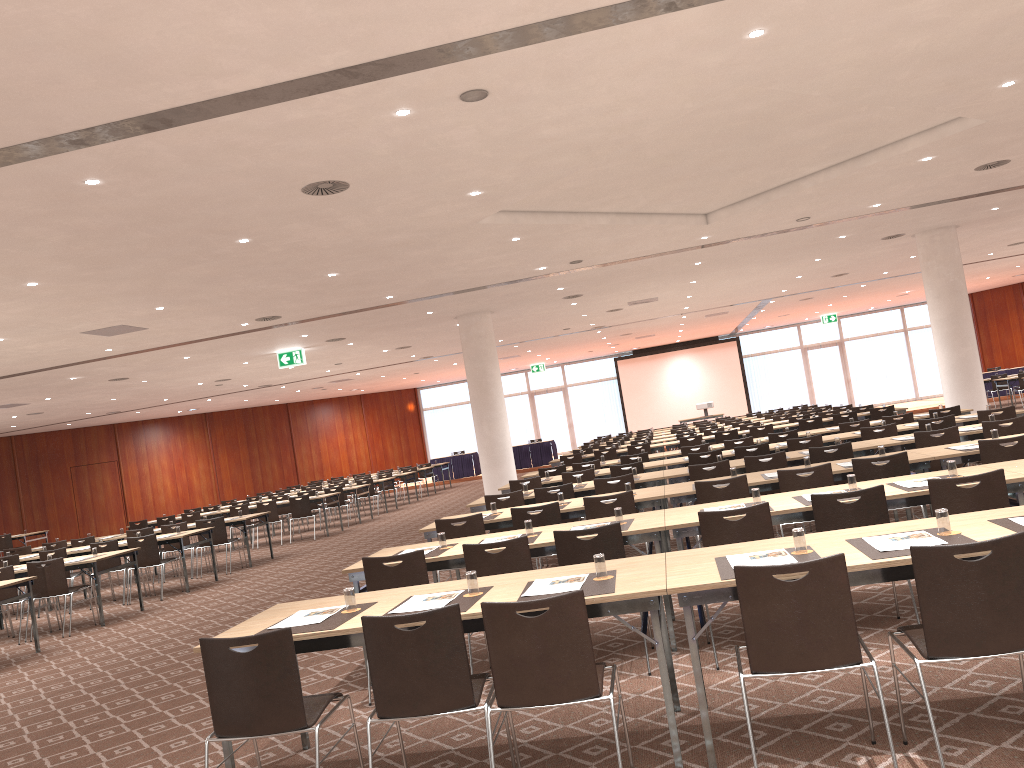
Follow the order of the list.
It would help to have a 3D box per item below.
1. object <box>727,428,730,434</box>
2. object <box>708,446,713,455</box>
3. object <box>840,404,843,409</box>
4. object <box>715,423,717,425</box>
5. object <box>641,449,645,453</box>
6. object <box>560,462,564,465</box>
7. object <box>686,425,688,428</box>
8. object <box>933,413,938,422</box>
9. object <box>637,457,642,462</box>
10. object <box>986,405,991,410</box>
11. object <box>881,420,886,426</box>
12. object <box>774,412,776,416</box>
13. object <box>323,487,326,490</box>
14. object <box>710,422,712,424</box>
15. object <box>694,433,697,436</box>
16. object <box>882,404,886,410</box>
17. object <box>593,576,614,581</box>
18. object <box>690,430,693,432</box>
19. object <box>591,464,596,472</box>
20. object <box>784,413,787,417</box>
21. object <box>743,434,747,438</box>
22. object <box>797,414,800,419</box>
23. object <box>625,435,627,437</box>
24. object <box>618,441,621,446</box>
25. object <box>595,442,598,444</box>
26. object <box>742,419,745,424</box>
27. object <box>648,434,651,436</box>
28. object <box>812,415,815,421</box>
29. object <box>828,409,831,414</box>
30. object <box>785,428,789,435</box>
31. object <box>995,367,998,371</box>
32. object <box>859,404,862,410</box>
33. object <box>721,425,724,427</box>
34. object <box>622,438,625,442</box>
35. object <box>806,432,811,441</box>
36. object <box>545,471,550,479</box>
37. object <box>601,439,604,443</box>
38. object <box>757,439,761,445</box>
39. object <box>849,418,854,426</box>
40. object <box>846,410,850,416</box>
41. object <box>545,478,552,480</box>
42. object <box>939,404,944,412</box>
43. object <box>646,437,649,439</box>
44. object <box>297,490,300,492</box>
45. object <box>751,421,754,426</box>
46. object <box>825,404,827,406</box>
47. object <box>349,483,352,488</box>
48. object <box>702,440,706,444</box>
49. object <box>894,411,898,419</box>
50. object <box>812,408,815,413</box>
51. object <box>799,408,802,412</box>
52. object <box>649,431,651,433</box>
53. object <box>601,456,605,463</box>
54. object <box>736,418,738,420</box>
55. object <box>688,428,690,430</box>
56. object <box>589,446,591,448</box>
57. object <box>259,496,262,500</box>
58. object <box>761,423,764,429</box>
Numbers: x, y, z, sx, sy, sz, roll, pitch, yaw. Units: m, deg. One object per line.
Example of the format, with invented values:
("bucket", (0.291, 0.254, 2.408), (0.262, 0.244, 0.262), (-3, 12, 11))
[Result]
("object", (4.266, 0.920, 17.413), (0.054, 0.114, 0.054), (-8, -2, -24))
("object", (2.714, 0.910, 12.101), (0.054, 0.114, 0.054), (-11, -3, 43))
("object", (7.763, 0.530, 20.875), (0.054, 0.114, 0.054), (-8, -2, -24))
("object", (4.920, 1.007, 21.349), (0.054, 0.114, 0.054), (-11, -3, 43))
("object", (2.106, 1.110, 14.232), (0.054, 0.114, 0.054), (-11, -3, 43))
("object", (0.824, 1.325, 14.434), (0.054, 0.114, 0.054), (-9, -2, -2))
("object", (4.632, 1.154, 23.433), (0.054, 0.114, 0.054), (-11, -3, 43))
("object", (5.551, 0.433, 11.613), (0.054, 0.114, 0.054), (-8, -2, -24))
("object", (1.767, 1.068, 12.247), (0.054, 0.114, 0.054), (-10, -2, 21))
("object", (6.189, 0.326, 11.507), (0.054, 0.114, 0.054), (-11, -3, 43))
("object", (4.916, 0.540, 11.725), (0.054, 0.114, 0.054), (-8, -2, -24))
("object", (6.847, 0.782, 23.062), (0.054, 0.114, 0.054), (-11, -3, 43))
("object", (-4.419, 2.476, 20.904), (0.054, 0.114, 0.054), (-8, -2, -24))
("object", (5.252, 1.050, 23.333), (0.054, 0.114, 0.054), (-11, -3, 43))
("object", (3.627, 1.027, 17.509), (0.054, 0.114, 0.054), (-8, -2, -24))
("object", (7.107, 0.443, 16.928), (0.054, 0.114, 0.054), (-8, -2, -24))
("object", (0.449, 0.953, 4.357), (0.102, 0.001, 0.102), (-8, -3, -24))
("object", (3.957, 1.070, 19.496), (0.054, 0.114, 0.054), (-8, -2, -24))
("object", (1.131, 1.175, 12.365), (0.054, 0.114, 0.054), (-10, -2, 21))
("object", (6.513, 0.740, 21.095), (0.054, 0.114, 0.054), (-11, -3, 43))
("object", (3.666, 0.848, 13.962), (0.054, 0.114, 0.054), (-9, -2, -2))
("object", (6.169, 0.699, 19.111), (0.054, 0.114, 0.054), (-11, -3, 43))
("object", (3.058, 1.418, 23.692), (0.054, 0.114, 0.054), (-11, -3, 43))
("object", (2.389, 1.333, 19.749), (0.054, 0.114, 0.054), (-8, -2, -24))
("object", (2.086, 1.482, 21.828), (0.054, 0.114, 0.054), (-8, -2, -24))
("object", (5.553, 0.901, 21.252), (0.054, 0.114, 0.054), (-11, -3, 43))
("object", (3.356, 1.269, 21.619), (0.054, 0.114, 0.054), (-11, -3, 43))
("object", (5.843, 0.656, 17.150), (0.054, 0.114, 0.054), (-11, -3, 43))
("object", (6.811, 0.592, 19.016), (0.054, 0.114, 0.054), (-11, -3, 43))
("object", (4.304, 0.741, 13.852), (0.054, 0.114, 0.054), (-9, -2, -2))
("object", (15.853, -0.495, 29.009), (0.054, 0.114, 0.054), (-10, -2, 21))
("object", (7.428, 0.488, 18.907), (0.054, 0.114, 0.054), (-8, -2, -24))
("object", (4.600, 0.962, 19.378), (0.054, 0.114, 0.054), (-8, -2, -24))
("object", (2.726, 1.376, 21.735), (0.054, 0.114, 0.054), (-11, -3, 43))
("object", (3.973, 0.698, 11.882), (0.054, 0.114, 0.054), (-11, -3, 43))
("object", (0.496, 1.282, 12.476), (0.054, 0.114, 0.054), (-11, -3, 43))
("object", (2.426, 1.524, 23.799), (0.054, 0.114, 0.054), (-8, -2, -24))
("object", (3.342, 0.804, 11.991), (0.054, 0.114, 0.054), (-11, -3, 43))
("object", (5.249, 0.583, 13.698), (0.054, 0.114, 0.054), (-10, -2, 21))
("object", (6.463, 0.551, 17.041), (0.054, 0.114, 0.054), (-11, -3, 43))
("object", (0.517, 1.336, 12.456), (0.102, 0.001, 0.102), (-9, -3, -2))
("object", (6.526, 0.369, 13.488), (0.054, 0.114, 0.054), (-9, -2, -2))
("object", (3.009, 1.230, 19.654), (0.054, 0.114, 0.054), (-8, -2, -24))
("object", (-5.050, 2.581, 21.010), (0.054, 0.114, 0.054), (-8, -2, -24))
("object", (5.226, 0.857, 19.277), (0.054, 0.114, 0.054), (-8, -2, -24))
("object", (8.107, 0.571, 22.849), (0.054, 0.114, 0.054), (-8, -2, -24))
("object", (-3.786, 2.369, 20.782), (0.054, 0.114, 0.054), (-8, -2, -24))
("object", (3.045, 0.953, 14.071), (0.054, 0.114, 0.054), (-9, -2, -2))
("object", (5.889, 0.476, 13.600), (0.054, 0.114, 0.054), (-11, -3, 43))
("object", (7.132, 0.637, 20.992), (0.054, 0.114, 0.054), (-11, -3, 43))
("object", (7.472, 0.677, 22.950), (0.054, 0.114, 0.054), (-11, -3, 43))
("object", (3.679, 1.314, 23.603), (0.054, 0.114, 0.054), (-11, -3, 43))
("object", (1.469, 1.217, 14.331), (0.054, 0.114, 0.054), (-10, -2, 21))
("object", (5.891, 0.943, 23.221), (0.054, 0.114, 0.054), (-11, -3, 43))
("object", (4.295, 1.112, 21.457), (0.054, 0.114, 0.054), (-11, -3, 43))
("object", (1.754, 1.440, 19.867), (0.054, 0.114, 0.054), (-8, -2, -24))
("object", (-6.000, 2.740, 21.164), (0.054, 0.114, 0.054), (-11, -3, 43))
("object", (4.890, 0.815, 17.305), (0.054, 0.114, 0.054), (-8, -2, -24))
